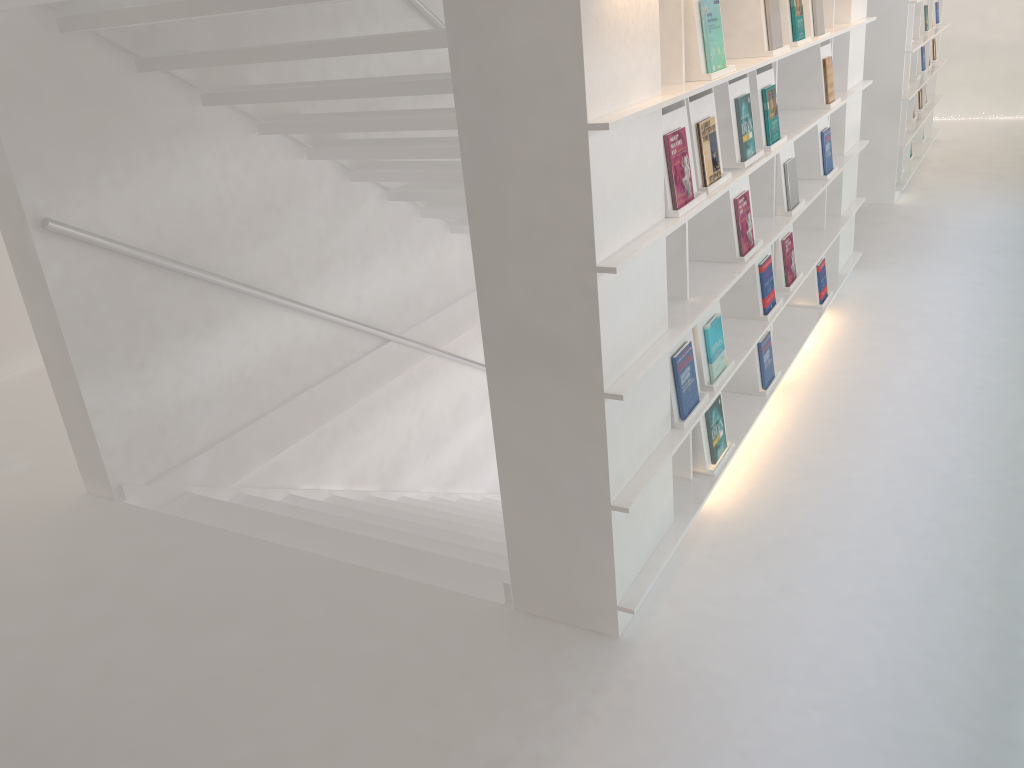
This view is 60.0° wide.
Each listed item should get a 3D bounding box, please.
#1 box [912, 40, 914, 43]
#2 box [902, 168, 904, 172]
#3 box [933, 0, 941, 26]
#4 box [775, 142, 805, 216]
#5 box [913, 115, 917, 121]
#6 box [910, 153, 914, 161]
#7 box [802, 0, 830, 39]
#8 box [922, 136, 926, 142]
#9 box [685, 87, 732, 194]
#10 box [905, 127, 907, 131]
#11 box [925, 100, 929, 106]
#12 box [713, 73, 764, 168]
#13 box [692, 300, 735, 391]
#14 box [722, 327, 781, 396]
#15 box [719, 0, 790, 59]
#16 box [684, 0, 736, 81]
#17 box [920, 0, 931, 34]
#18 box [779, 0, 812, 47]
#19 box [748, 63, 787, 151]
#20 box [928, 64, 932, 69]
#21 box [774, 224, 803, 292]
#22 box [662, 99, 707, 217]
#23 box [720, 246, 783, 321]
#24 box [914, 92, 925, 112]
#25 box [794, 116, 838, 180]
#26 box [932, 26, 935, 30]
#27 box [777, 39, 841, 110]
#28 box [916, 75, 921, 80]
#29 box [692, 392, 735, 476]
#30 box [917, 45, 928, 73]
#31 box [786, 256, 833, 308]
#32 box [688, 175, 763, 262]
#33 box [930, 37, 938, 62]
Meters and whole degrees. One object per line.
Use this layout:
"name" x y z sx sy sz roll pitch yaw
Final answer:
"box" 2.938 -2.768 6.822 0.274 0.296 0.245 7 27 29
"box" 3.047 -1.872 7.233 0.274 0.296 0.245 7 27 29
"box" 3.953 -3.582 8.472 0.274 0.296 0.245 7 27 29
"box" 1.084 -0.892 3.768 0.274 0.296 0.245 7 27 29
"box" 3.321 -2.420 7.602 0.274 0.296 0.245 7 27 29
"box" 3.353 -2.119 7.731 0.274 0.296 0.245 7 27 29
"box" -0.272 1.283 1.809 0.498 3.764 7.125 7 27 29
"box" 3.794 -2.475 8.448 0.274 0.296 0.245 7 27 29
"box" 0.526 -0.779 2.807 0.274 0.296 0.245 7 27 29
"box" 3.010 -2.169 7.095 0.274 0.296 0.245 7 27 29
"box" 3.767 -2.779 8.326 0.274 0.296 0.245 7 27 29
"box" 0.709 -0.923 3.079 0.274 0.296 0.245 7 27 29
"box" 0.598 -0.175 3.056 0.274 0.296 0.245 7 27 29
"box" 0.969 -0.148 3.737 0.274 0.296 0.245 7 27 29
"box" 0.848 -1.355 3.229 0.274 0.296 0.245 7 27 29
"box" 0.505 -1.079 2.671 0.274 0.296 0.245 7 27 29
"box" 3.524 -3.235 7.777 0.274 0.296 0.245 7 27 29
"box" 1.028 -1.500 3.521 0.274 0.296 0.245 7 27 29
"box" 0.876 -1.051 3.353 0.274 0.296 0.245 7 27 29
"box" 3.726 -3.072 8.182 0.274 0.296 0.245 7 27 29
"box" 1.119 -0.594 3.902 0.274 0.296 0.245 7 27 29
"box" 0.390 -0.661 2.562 0.274 0.296 0.245 7 27 29
"box" 0.938 -0.448 3.608 0.274 0.296 0.245 7 27 29
"box" 3.594 -2.640 8.045 0.274 0.296 0.245 7 27 29
"box" 1.433 -1.174 4.336 0.274 0.296 0.245 7 27 29
"box" 3.699 -3.377 8.060 0.274 0.296 0.245 7 27 29
"box" 1.401 -1.474 4.206 0.274 0.296 0.245 7 27 29
"box" 3.296 -2.726 7.484 0.274 0.296 0.245 7 27 29
"box" 0.633 0.123 3.190 0.274 0.296 0.245 7 27 29
"box" 3.556 -2.936 7.906 0.274 0.296 0.245 7 27 29
"box" 1.509 -0.583 4.614 0.274 0.296 0.245 7 27 29
"box" 0.743 -0.625 3.212 0.274 0.296 0.245 7 27 29
"box" 3.991 -3.286 8.612 0.274 0.296 0.245 7 27 29
